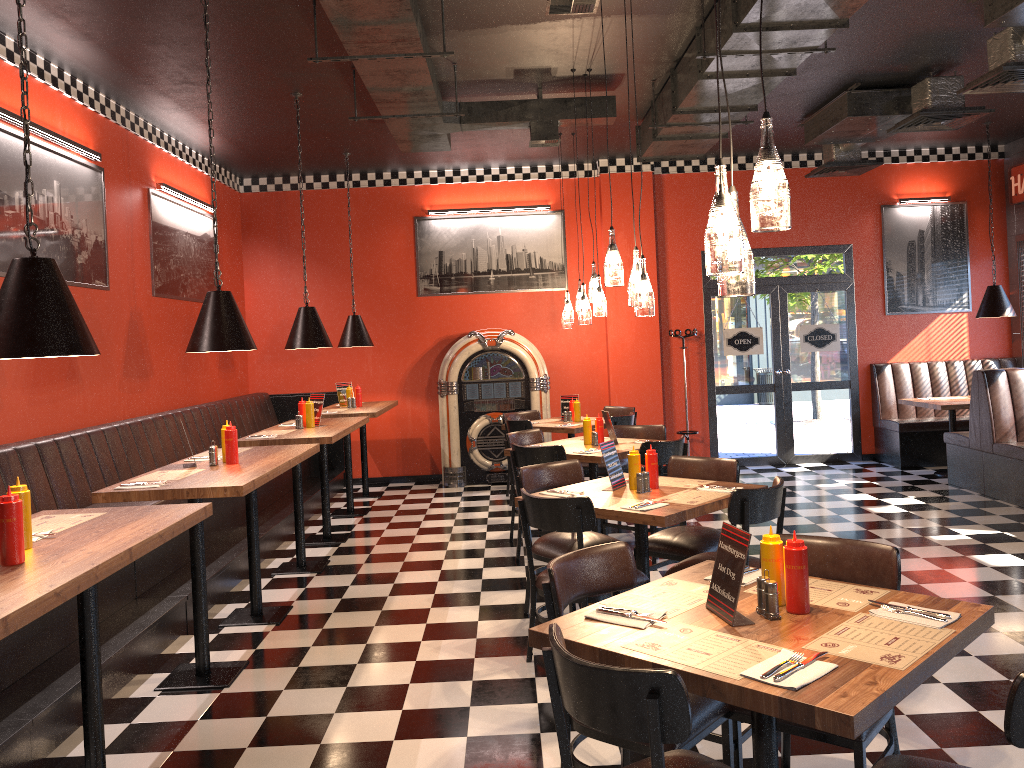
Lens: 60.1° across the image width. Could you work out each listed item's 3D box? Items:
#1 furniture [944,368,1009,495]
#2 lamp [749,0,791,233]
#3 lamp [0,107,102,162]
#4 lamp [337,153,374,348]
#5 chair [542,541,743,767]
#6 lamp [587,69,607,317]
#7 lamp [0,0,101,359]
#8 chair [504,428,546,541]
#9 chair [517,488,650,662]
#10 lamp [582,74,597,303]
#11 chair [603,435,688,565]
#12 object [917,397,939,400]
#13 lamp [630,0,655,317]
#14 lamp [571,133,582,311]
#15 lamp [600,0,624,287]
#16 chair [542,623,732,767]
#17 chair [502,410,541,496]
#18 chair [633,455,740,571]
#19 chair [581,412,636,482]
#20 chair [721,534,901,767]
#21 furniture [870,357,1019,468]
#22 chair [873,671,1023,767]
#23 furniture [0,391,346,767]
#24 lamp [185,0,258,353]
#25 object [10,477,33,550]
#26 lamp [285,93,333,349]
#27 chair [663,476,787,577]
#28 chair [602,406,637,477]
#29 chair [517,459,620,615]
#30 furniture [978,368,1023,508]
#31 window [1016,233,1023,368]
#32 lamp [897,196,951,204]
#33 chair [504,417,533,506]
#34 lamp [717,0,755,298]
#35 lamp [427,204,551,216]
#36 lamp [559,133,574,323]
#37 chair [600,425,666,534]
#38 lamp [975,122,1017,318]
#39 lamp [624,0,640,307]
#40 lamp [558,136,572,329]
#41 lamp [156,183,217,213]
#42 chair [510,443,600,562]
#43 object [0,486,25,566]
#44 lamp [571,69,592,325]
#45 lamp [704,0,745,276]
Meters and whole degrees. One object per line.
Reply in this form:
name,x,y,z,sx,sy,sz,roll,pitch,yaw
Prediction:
furniture,5.133,0.386,8.462,1.709,1.154,0.706,-3,1,0
lamp,0.666,-1.403,2.426,0.108,1.965,0.108,-3,0,-9
lamp,-3.108,-1.660,5.913,0.081,0.056,1.446,-3,3,0
lamp,-1.697,-1.413,9.354,0.381,2.044,0.382,-2,0,41
chair,0.410,1.014,2.928,0.544,0.867,0.487,-2,1,40
lamp,0.634,-1.499,6.797,0.108,1.965,0.108,-3,0,-18
lamp,-1.644,-1.110,2.984,0.381,2.044,0.382,-2,0,41
chair,0.245,0.817,7.183,0.544,0.867,0.487,-2,1,37
chair,0.341,0.946,4.415,0.545,0.867,0.486,-3,1,-42
lamp,0.607,-1.617,6.926,0.108,1.965,0.108,-3,0,-44
chair,0.996,0.818,6.435,0.487,0.867,0.544,-3,1,-41
object,4.509,0.155,9.589,0.157,0.019,0.255,-3,3,0
lamp,0.659,-1.340,4.684,0.108,1.965,0.108,-3,0,11
lamp,0.650,-1.714,8.903,0.108,1.965,0.108,-3,0,32
lamp,0.508,-1.509,4.784,0.108,1.965,0.108,-3,0,-28
chair,0.385,1.049,2.224,0.545,0.867,0.486,-3,1,-34
chair,0.207,0.723,9.173,0.487,0.867,0.544,-3,1,-36
chair,1.040,0.879,5.128,0.486,0.867,0.545,-2,1,45
chair,0.930,0.720,8.543,0.544,0.867,0.487,-2,1,31
chair,1.015,0.985,2.947,0.486,0.867,0.545,-2,1,39
furniture,5.119,0.306,10.144,1.709,1.154,0.706,-3,1,0
chair,1.106,1.020,2.128,0.544,0.867,0.487,-2,1,39
furniture,-2.481,0.856,6.059,1.104,1.148,8.765,-3,3,0
lamp,-1.660,-1.202,4.921,0.381,2.044,0.382,-2,0,41
object,-1.615,0.423,2.904,0.068,0.238,0.068,-3,0,-25
lamp,-1.678,-1.307,7.113,0.381,2.044,0.382,-2,0,41
chair,1.091,0.911,4.415,0.544,0.867,0.487,-2,1,42
chair,1.026,0.681,9.264,0.545,0.867,0.486,-3,1,-36
chair,0.340,0.910,5.165,0.487,0.867,0.544,-3,1,-36
furniture,5.139,0.419,7.756,1.709,1.154,0.706,-3,1,0
window,5.978,-0.833,9.308,0.127,1.713,2.029,-3,2,0
lamp,4.854,-2.168,10.451,0.610,0.056,0.081,-3,2,0
chair,0.226,0.751,8.567,0.545,0.867,0.486,-3,1,-26
lamp,0.614,-1.237,2.592,0.108,1.965,0.108,-3,0,-44
lamp,-0.267,-2.043,10.409,1.444,0.056,0.081,-3,2,0
lamp,0.526,-1.595,8.882,0.108,1.965,0.108,-2,0,42
chair,0.996,0.782,7.184,0.486,0.867,0.545,-2,1,23
lamp,5.029,-1.722,9.291,0.382,2.044,0.381,-3,0,-42
lamp,0.641,-1.404,4.806,0.108,1.965,0.108,-2,0,42
lamp,0.514,-1.541,9.004,0.108,1.965,0.108,-3,0,-19
lamp,-3.130,-1.786,8.559,0.081,0.056,1.446,-3,3,0
chair,0.296,0.849,6.471,0.486,0.867,0.545,-2,1,40
object,-1.527,0.429,2.699,0.068,0.238,0.068,-3,0,-25
lamp,0.515,-1.434,6.782,0.108,1.965,0.108,-3,0,11
lamp,0.554,-1.288,2.483,0.108,1.965,0.108,-3,0,-13
